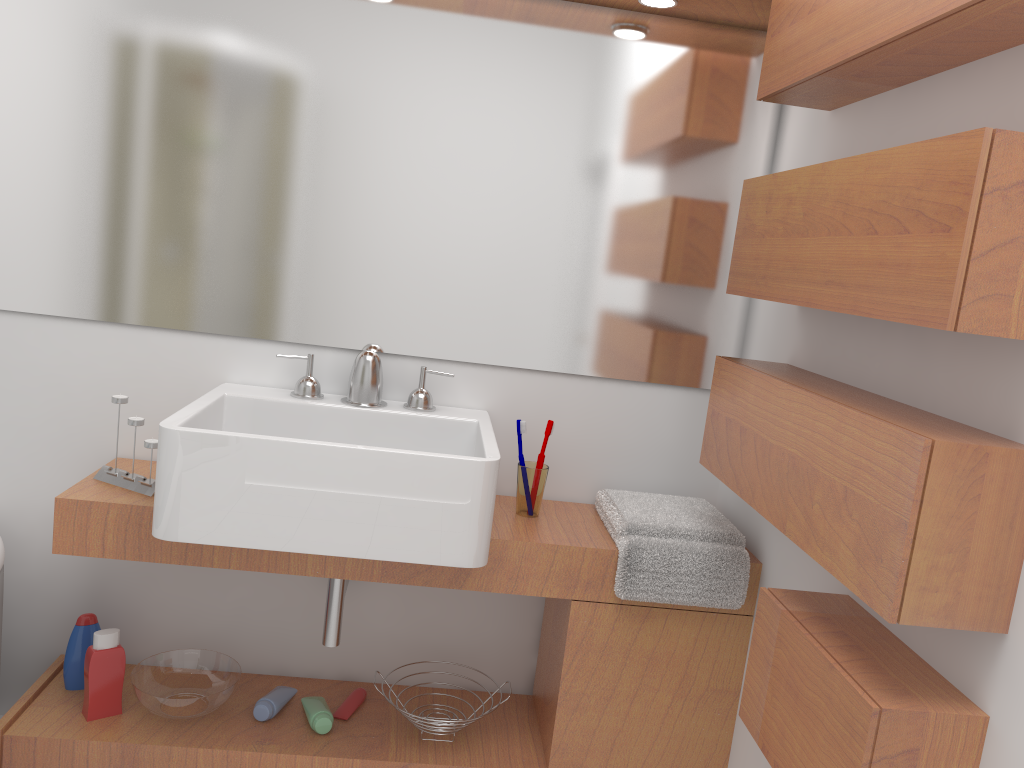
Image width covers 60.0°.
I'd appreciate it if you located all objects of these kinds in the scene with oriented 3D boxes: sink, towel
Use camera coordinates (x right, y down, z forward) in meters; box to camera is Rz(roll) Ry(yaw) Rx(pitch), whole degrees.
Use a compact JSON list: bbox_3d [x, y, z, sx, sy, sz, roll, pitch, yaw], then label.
[{"bbox_3d":[-0.390,0.278,1.980,0.657,0.673,0.552,6,8,-5],"label":"sink"},{"bbox_3d":[0.366,0.382,2.118,0.272,0.140,0.359,6,8,-5],"label":"towel"}]

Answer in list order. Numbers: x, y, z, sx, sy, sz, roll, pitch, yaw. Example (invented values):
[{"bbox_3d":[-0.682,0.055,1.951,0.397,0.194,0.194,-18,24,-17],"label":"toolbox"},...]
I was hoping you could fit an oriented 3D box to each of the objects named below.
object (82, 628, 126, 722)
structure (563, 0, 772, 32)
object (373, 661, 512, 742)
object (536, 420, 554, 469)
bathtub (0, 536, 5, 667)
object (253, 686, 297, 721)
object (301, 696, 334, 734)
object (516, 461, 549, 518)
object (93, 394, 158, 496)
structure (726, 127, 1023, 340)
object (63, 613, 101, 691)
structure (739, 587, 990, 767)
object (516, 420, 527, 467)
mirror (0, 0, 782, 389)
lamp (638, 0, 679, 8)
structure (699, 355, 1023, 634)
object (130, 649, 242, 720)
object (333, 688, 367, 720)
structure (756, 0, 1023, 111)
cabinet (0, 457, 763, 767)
[{"bbox_3d":[-0.931,0.662,2.025,0.079,0.207,0.046,0,11,-40],"label":"object"},{"bbox_3d":[-0.568,-1.088,1.900,2.606,0.240,0.287,6,8,-5],"label":"structure"},{"bbox_3d":[-0.173,0.776,2.138,0.291,0.126,0.291,15,11,42],"label":"object"},{"bbox_3d":[0.069,0.202,2.152,0.016,0.231,0.052,13,10,34],"label":"object"},{"bbox_3d":[-1.469,0.649,1.297,1.055,0.674,1.863,6,8,-5],"label":"bathtub"},{"bbox_3d":[-0.577,0.764,2.169,0.059,0.052,0.187,8,8,6],"label":"object"},{"bbox_3d":[-0.469,0.781,2.142,0.059,0.052,0.187,4,9,-21],"label":"object"},{"bbox_3d":[0.044,0.258,2.133,0.076,0.130,0.076,13,10,37],"label":"object"},{"bbox_3d":[-0.840,0.129,1.974,0.182,0.203,0.059,11,9,25],"label":"object"},{"bbox_3d":[0.597,-0.243,1.503,0.165,0.245,0.860,6,8,-5],"label":"structure"},{"bbox_3d":[-1.026,0.642,2.131,0.092,0.190,0.044,1,10,-38],"label":"object"},{"bbox_3d":[0.523,0.521,1.391,0.165,0.245,0.417,6,8,-5],"label":"structure"},{"bbox_3d":[0.031,0.202,2.133,0.070,0.228,0.016,10,9,20],"label":"object"},{"bbox_3d":[-0.643,-0.557,2.109,2.600,0.887,0.022,6,8,-5],"label":"mirror"},{"bbox_3d":[0.326,-0.857,1.971,0.098,0.018,0.098,3,9,-26],"label":"lamp"},{"bbox_3d":[0.550,0.132,1.558,0.165,0.245,0.860,6,8,-5],"label":"structure"},{"bbox_3d":[-0.772,0.725,2.098,0.245,0.090,0.245,2,10,-33],"label":"object"},{"bbox_3d":[-0.400,0.795,2.198,0.042,0.037,0.133,9,8,13],"label":"object"},{"bbox_3d":[0.647,-0.645,1.444,0.165,0.245,0.860,6,8,-5],"label":"structure"},{"bbox_3d":[-0.304,0.639,2.134,1.635,0.719,0.355,6,8,-5],"label":"cabinet"}]
